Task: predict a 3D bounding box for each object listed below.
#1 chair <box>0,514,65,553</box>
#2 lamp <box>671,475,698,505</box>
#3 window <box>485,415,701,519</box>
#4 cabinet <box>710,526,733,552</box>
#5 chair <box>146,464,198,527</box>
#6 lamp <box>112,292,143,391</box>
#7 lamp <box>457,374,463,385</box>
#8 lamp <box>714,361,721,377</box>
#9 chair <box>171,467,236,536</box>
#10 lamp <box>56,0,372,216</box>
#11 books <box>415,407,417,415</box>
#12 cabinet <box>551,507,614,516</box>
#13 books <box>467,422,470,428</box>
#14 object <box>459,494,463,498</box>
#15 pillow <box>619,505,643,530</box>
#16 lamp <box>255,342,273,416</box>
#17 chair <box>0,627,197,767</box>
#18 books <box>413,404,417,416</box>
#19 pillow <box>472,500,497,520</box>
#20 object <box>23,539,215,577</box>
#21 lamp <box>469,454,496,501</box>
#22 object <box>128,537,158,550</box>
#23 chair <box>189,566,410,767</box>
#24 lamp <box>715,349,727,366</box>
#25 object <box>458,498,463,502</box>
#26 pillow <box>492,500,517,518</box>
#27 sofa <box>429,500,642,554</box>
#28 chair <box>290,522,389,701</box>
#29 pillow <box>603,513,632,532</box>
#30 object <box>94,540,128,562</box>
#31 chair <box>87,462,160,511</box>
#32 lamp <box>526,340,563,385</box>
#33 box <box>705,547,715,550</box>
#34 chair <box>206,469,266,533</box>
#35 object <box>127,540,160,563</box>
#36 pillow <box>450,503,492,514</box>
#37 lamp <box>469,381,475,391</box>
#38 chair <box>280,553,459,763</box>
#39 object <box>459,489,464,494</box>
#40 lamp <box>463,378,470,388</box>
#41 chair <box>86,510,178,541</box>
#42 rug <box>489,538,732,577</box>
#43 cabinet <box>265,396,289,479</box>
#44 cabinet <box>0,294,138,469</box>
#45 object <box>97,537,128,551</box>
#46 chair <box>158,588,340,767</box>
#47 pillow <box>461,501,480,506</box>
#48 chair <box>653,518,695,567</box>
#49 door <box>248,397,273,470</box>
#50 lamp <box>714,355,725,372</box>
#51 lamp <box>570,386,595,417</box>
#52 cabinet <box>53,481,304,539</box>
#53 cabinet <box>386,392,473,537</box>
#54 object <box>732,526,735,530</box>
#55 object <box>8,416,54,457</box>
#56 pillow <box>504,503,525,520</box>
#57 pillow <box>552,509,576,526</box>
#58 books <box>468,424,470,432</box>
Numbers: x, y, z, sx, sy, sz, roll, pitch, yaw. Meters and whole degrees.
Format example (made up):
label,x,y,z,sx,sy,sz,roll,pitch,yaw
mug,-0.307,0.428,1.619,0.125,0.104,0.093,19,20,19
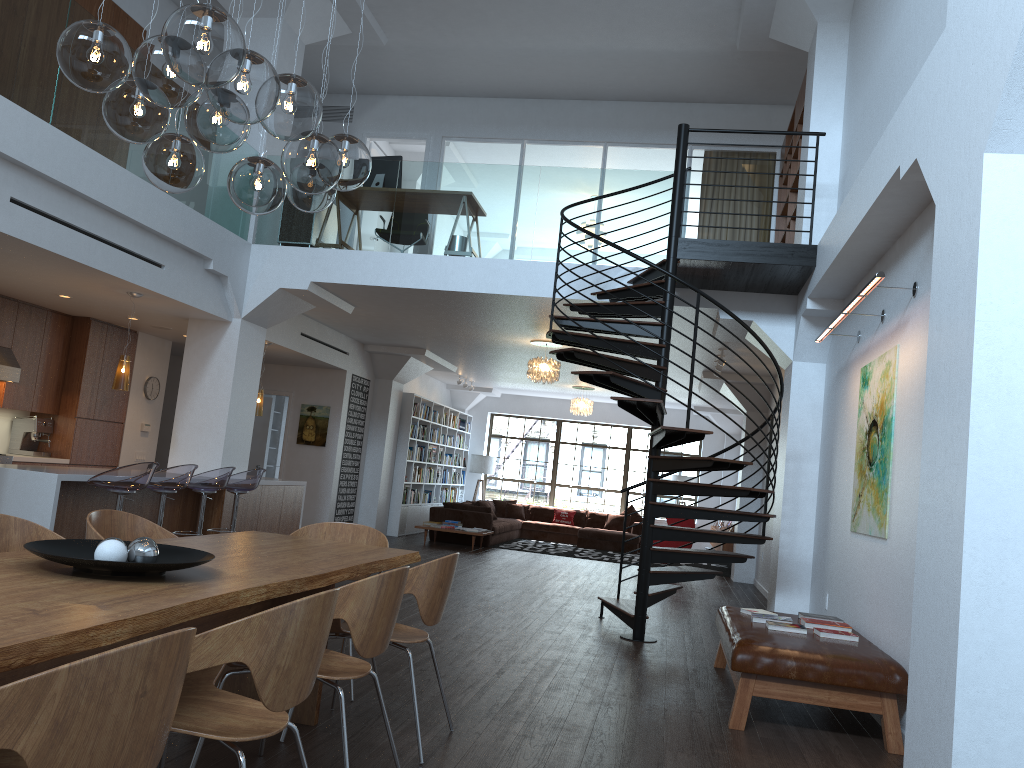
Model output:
label,x,y,z,sx,sy,sz,roll,pitch,yaw
chair,-1.887,0.947,3.430,0.618,0.833,0.629,5,-6,11
lamp,3.503,2.694,18.354,0.545,1.579,0.545,4,-6,22
window,1.727,1.831,19.511,4.648,1.905,0.114,5,-6,11
cabinet,3.902,2.833,15.988,0.459,0.350,4.501,5,-6,11
chair,-2.965,1.157,7.455,0.481,1.014,0.530,5,-6,9
lamp,-2.462,-0.640,9.046,2.842,1.807,0.149,11,-8,-40
lamp,-0.985,-0.081,16.698,0.111,0.211,0.120,0,-8,45
lamp,2.729,-0.198,11.775,0.111,0.211,0.120,0,-8,45
chair,-2.836,1.235,8.074,0.481,1.014,0.530,5,-6,9
lamp,-0.999,-1.788,3.528,0.849,2.140,1.787,5,-6,10
books,-1.729,0.450,15.306,0.161,0.222,0.084,5,-6,11
cabinet,1.501,3.015,18.849,1.520,0.625,0.350,5,-6,11
books,-0.997,0.945,19.357,0.140,0.231,0.042,5,-6,11
object,-1.238,2.386,19.033,0.331,0.088,0.410,5,-6,11
pillow,2.342,2.716,17.864,0.651,0.587,0.335,7,-6,-10
lamp,-3.050,-0.061,10.801,0.149,0.900,0.149,10,-7,-34
chair,-0.980,0.864,1.702,0.618,0.833,0.629,5,-6,11
books,-1.737,0.448,15.273,0.161,0.218,0.101,5,-6,11
pillow,-0.525,2.388,16.672,0.325,0.391,0.625,3,-7,27
object,-1.308,0.590,2.971,0.592,0.066,0.592,10,-7,-31
lamp,-0.701,2.342,19.261,0.545,1.579,0.545,6,-6,0
object,-1.263,0.573,3.033,0.100,0.100,0.100,10,-7,-34
chair,-0.715,1.049,3.212,0.618,0.833,0.629,5,-6,12
lamp,2.548,-0.321,10.774,0.120,0.211,0.111,8,-6,-15
object,-1.247,2.473,19.024,0.331,0.088,0.410,5,-6,11
pillow,-0.120,2.577,18.232,0.580,0.418,0.334,8,-6,-16
sofa,0.662,2.660,16.483,3.481,0.664,4.197,5,-6,11
chair,-1.009,1.184,4.810,0.629,0.833,0.618,5,-6,6
pillow,2.103,2.760,17.733,0.542,0.362,0.248,2,-7,31
object,-1.301,0.555,2.879,0.100,0.100,0.100,10,-7,-34
chair,-3.049,1.083,6.832,0.481,1.014,0.530,5,-6,13
lamp,0.429,-0.274,11.728,0.442,0.539,0.441,10,-7,-37
box,4.102,3.469,18.314,0.228,0.165,0.368,5,-6,11
chair,-2.725,1.311,8.690,0.481,1.014,0.530,5,-6,13
object,-1.222,0.568,2.940,0.100,0.100,0.100,10,-7,-34
pillow,-0.683,2.216,14.987,0.750,0.364,0.289,5,-6,10
lamp,-0.804,0.042,17.699,0.120,0.211,0.111,8,-6,-15
chair,-0.574,1.140,3.961,0.617,0.830,0.629,5,-6,11
object,-1.236,2.299,19.043,0.316,0.088,0.410,5,-6,11
lamp,-0.896,-0.020,17.192,0.120,0.211,0.111,9,-7,-30
chair,-1.732,1.042,4.189,0.618,0.833,0.629,5,-6,9
rug,1.864,3.039,15.699,4.200,0.007,3.100,5,-6,12
cabinet,-4.408,0.787,14.957,0.527,2.991,2.630,5,-6,11
cabinet,-5.563,0.234,8.437,0.598,2.499,5.299,5,-6,11
object,-1.342,0.564,2.973,0.100,0.100,0.100,10,-7,-34
chair,-0.830,0.959,2.462,0.618,0.833,0.629,5,-6,11
pillow,-0.669,2.203,15.259,0.269,0.411,0.559,10,-7,-33
chair,2.401,2.375,13.615,0.801,1.006,0.798,2,-7,36
door,-4.351,1.192,14.230,0.826,2.032,0.174,5,-6,11
lamp,2.639,-0.259,11.281,0.120,0.211,0.111,9,-7,-30
lamp,1.319,0.335,16.673,0.442,0.539,0.441,10,-7,-37
cabinet,-3.454,1.355,8.864,0.898,0.796,4.493,5,-6,11
cabinet,-1.609,1.602,17.131,0.461,2.414,4.500,5,-6,11
object,4.161,2.699,16.674,0.089,0.110,0.089,10,-7,-34
object,-5.347,0.590,9.982,0.439,0.455,0.284,5,-6,11
pillow,0.049,2.600,18.100,0.489,0.337,0.238,8,-6,-20
pillow,1.061,2.718,18.048,0.465,0.308,0.220,5,-6,7
books,-1.002,0.961,19.315,0.139,0.191,0.036,5,-6,11
